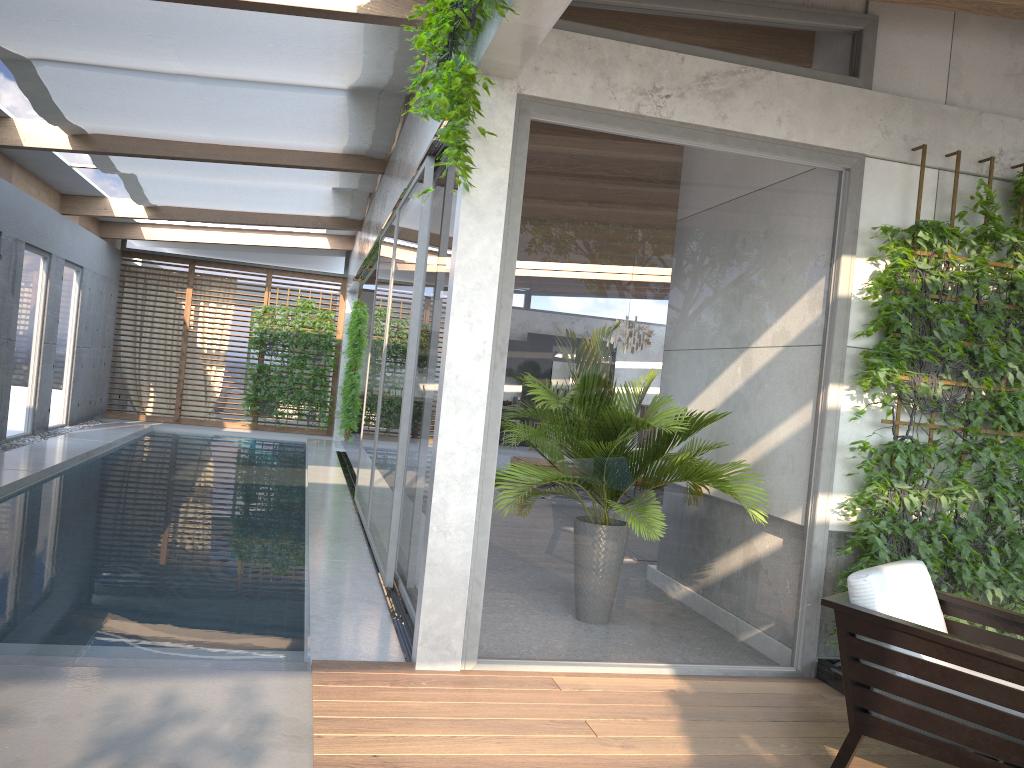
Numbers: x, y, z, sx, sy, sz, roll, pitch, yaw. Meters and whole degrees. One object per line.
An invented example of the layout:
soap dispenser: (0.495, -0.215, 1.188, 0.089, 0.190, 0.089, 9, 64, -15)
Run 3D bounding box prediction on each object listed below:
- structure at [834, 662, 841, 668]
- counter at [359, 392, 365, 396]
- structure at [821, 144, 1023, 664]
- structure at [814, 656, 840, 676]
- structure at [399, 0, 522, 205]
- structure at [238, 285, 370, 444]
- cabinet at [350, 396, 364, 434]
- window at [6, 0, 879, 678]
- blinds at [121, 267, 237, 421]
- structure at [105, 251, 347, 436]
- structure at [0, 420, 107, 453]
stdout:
structure: (2.044, 1.438, 4.434, 0.928, 0.044, 0.231, 6, 0, -13)
counter: (-1.666, 0.362, 18.985, 3.805, 0.061, 0.607, 6, 0, -13)
structure: (2.516, 0.189, 4.569, 1.851, 2.669, 0.500, 6, 0, -13)
structure: (2.248, 1.293, 5.791, 2.012, 0.595, 2.203, 6, 0, -13)
structure: (-0.407, -1.735, 3.841, 0.918, 2.054, 1.822, 6, 0, -16)
structure: (-4.005, -0.452, 12.129, 2.739, 2.687, 10.282, 6, 0, 4)
cabinet: (-0.616, 0.032, 19.244, 5.901, 2.502, 0.709, 6, 0, -15)
window: (0.798, -0.444, 12.299, 14.294, 3.764, 23.280, 6, 0, -13)
blinds: (-6.401, -0.737, 16.886, 2.087, 2.898, 0.692, 6, 0, -9)
structure: (-5.441, -0.730, 16.747, 4.313, 3.079, 0.085, 6, 0, -13)
structure: (-5.660, 0.799, 8.677, 0.477, 0.068, 13.673, 6, 0, -13)
